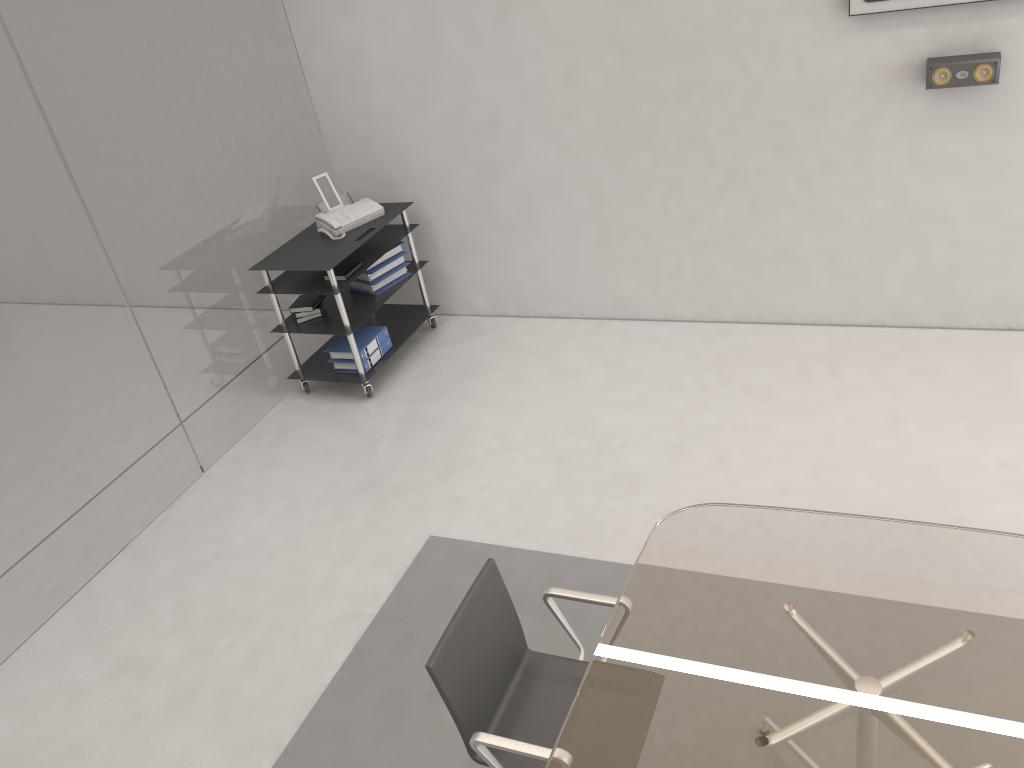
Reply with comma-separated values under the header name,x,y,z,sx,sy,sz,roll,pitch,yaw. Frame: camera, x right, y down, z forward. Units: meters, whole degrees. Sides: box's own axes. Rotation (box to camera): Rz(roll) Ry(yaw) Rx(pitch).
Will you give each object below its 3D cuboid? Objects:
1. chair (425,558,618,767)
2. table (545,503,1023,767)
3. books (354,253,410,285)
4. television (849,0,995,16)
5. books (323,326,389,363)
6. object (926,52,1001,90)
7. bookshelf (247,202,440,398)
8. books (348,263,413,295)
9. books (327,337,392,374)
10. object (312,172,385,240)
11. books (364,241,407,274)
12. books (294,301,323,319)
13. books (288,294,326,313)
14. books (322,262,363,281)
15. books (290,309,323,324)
name,x,y,z,sx,sy,sz,roll,pitch,yaw
chair,0.196,0.982,2.578,0.710,0.805,0.731,-6,31,11
table,0.579,1.506,1.637,1.372,0.721,3.054,4,34,25
books,-0.840,-0.734,5.498,0.262,0.077,0.320,14,39,37
television,1.974,-1.934,3.765,1.013,0.590,0.049,4,34,25
books,-0.936,-0.243,5.351,0.263,0.077,0.320,4,34,25
object,2.054,-1.425,4.043,0.298,0.117,0.123,4,34,25
bookshelf,-0.973,-0.524,5.472,0.567,0.855,0.985,4,34,25
books,-0.828,-0.673,5.536,0.262,0.077,0.320,14,39,37
books,-0.921,-0.181,5.387,0.263,0.077,0.320,4,34,25
object,-1.029,-1.091,5.319,0.405,0.280,0.399,-32,36,-31
books,-0.852,-0.796,5.460,0.262,0.077,0.320,14,39,37
books,-1.211,-0.459,5.289,0.164,0.032,0.183,-13,30,-2
books,-1.215,-0.482,5.265,0.164,0.032,0.183,-3,31,15
books,-0.970,-0.646,5.081,0.164,0.032,0.183,3,33,24
books,-1.231,-0.430,5.310,0.164,0.032,0.183,-21,31,-15
